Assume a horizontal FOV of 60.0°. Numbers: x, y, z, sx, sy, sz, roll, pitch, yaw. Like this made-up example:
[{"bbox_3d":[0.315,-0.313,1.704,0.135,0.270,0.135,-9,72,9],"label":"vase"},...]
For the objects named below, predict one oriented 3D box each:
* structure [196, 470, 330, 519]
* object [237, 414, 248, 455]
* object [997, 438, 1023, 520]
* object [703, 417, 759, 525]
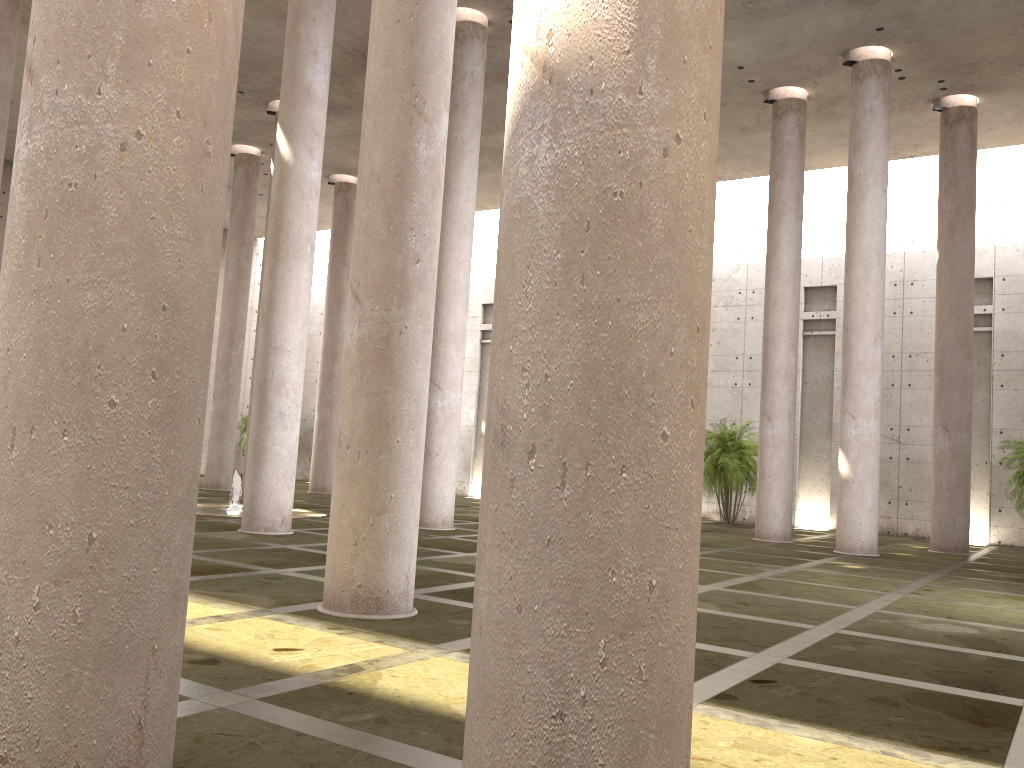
[{"bbox_3d":[-5.838,2.455,18.775,3.913,1.279,3.916,3,-5,6],"label":"structure"},{"bbox_3d":[-10.519,2.501,37.303,2.483,3.247,2.333,0,-6,36],"label":"object"},{"bbox_3d":[13.339,2.679,21.728,2.483,3.247,2.333,5,-5,-19],"label":"object"},{"bbox_3d":[6.501,2.628,26.195,2.483,3.247,2.333,5,-5,-19],"label":"object"}]
